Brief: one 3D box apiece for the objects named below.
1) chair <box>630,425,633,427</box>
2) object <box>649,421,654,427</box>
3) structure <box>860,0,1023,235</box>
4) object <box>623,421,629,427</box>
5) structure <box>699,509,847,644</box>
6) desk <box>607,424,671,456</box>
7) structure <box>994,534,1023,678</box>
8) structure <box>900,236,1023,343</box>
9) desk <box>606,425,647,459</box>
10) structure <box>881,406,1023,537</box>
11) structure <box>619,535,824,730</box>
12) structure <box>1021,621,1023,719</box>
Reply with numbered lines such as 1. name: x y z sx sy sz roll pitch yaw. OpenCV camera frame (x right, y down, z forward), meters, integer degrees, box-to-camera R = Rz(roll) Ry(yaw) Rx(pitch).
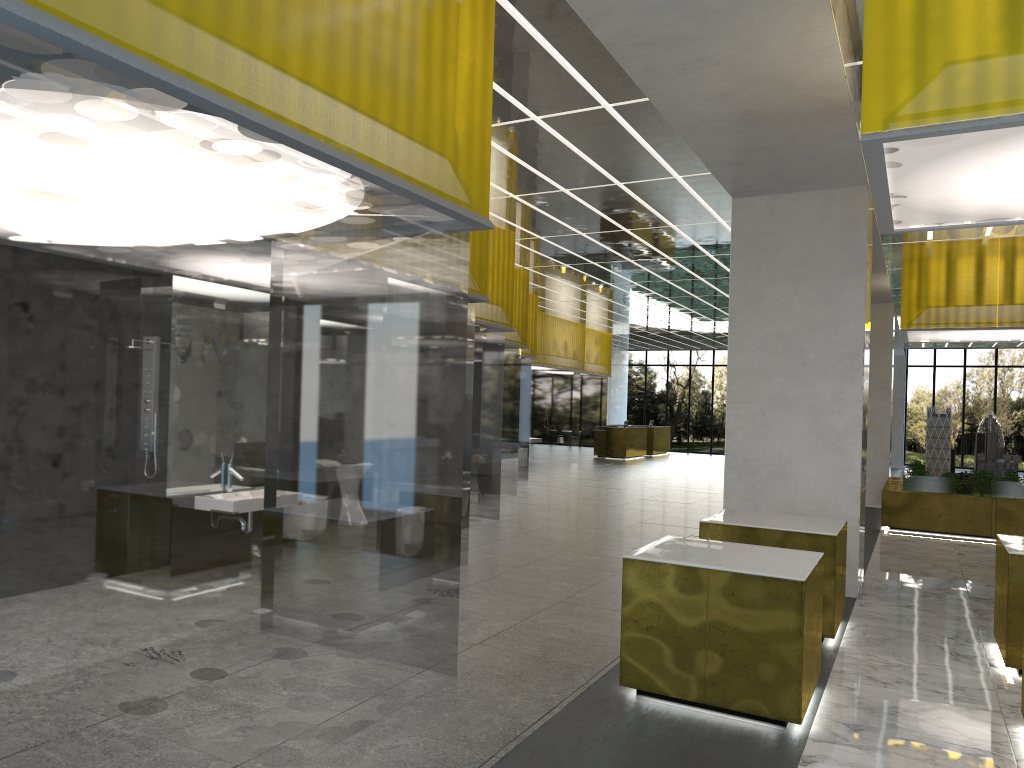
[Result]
1. chair: 6.778 3.025 46.581 1.229 1.493 0.940 1 -1 45
2. object: 7.453 2.325 46.268 0.578 0.667 0.714 1 -1 28
3. structure: 4.413 -2.622 6.030 3.421 2.269 3.085 1 -1 29
4. object: 5.482 2.151 42.130 0.579 0.667 0.713 1 -1 28
5. structure: 2.944 2.117 9.594 1.435 1.173 1.373 1 -1 29
6. desk: 6.620 3.029 46.740 3.381 1.508 3.313 1 -1 29
7. structure: 5.441 2.161 8.064 1.435 1.173 1.373 1 -1 29
8. structure: 10.037 -2.126 17.830 3.421 2.269 3.086 1 -1 29
9. desk: 4.665 2.857 42.639 3.381 1.508 3.313 1 -1 29
10. structure: 10.491 1.802 18.884 4.068 2.570 4.898 1 -1 28
11. structure: 1.789 2.016 7.171 1.435 1.173 1.373 1 -1 29
12. structure: 4.284 2.059 5.636 1.435 1.173 1.373 1 -1 29
